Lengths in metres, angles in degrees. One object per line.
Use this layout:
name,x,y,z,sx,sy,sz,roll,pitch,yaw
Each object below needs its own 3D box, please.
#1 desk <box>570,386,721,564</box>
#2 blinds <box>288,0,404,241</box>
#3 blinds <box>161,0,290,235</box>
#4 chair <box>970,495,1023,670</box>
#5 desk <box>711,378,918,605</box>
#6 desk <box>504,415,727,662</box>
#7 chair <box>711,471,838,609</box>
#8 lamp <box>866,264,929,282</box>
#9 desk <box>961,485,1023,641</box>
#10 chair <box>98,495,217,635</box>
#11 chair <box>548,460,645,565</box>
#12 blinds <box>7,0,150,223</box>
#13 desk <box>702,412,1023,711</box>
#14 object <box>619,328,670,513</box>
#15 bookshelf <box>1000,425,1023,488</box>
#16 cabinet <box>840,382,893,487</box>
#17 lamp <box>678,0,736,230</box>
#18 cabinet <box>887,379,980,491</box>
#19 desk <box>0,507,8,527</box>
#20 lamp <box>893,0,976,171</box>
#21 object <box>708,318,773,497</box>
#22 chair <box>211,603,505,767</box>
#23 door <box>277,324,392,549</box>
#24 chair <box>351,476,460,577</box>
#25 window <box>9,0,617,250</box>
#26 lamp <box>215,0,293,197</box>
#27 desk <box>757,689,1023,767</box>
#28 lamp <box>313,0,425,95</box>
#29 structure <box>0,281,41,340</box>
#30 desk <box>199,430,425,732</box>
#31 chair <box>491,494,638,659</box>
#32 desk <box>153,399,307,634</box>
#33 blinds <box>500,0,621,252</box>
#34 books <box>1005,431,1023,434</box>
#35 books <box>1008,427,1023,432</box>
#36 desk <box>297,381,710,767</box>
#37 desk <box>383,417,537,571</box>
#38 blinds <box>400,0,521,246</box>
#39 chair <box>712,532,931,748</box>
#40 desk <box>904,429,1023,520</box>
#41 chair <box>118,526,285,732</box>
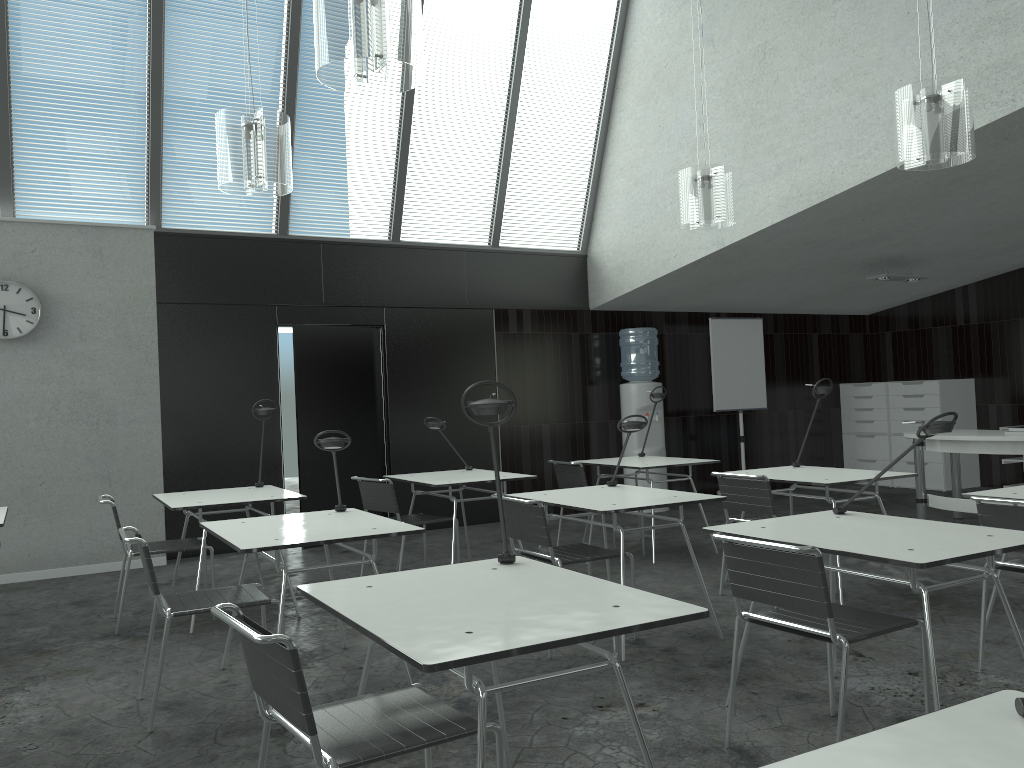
desk,0.953,0.681,6.453,0.700,1.321,0.900,-2,-1,-29
blinds,-1.266,-2.870,7.115,0.889,2.949,1.094,-2,-1,-29
blinds,-2.129,-2.842,6.637,0.889,2.949,1.094,-2,-1,-29
chair,2.123,0.854,3.441,0.555,0.765,0.428,-2,-1,-31
desk,1.696,0.625,5.047,0.700,1.321,0.900,-2,-1,-28
desk,0.484,0.747,4.312,0.700,1.153,0.900,-2,-1,-29
chair,1.437,0.909,4.881,0.555,0.765,0.428,-2,-1,-30
lamp,3.496,-2.860,8.241,0.600,3.595,0.212,-2,-1,-29
desk,2.479,0.567,3.650,0.700,1.321,0.900,-2,-1,-29
chair,-1.943,1.050,4.851,0.555,0.765,0.428,-2,-1,-25
chair,0.589,0.969,6.256,0.555,0.765,0.428,-2,-1,-27
blinds,-2.993,-2.815,6.158,0.889,2.949,1.094,-2,-1,-29
desk,1.206,0.692,2.968,0.700,1.153,0.900,-2,-1,-29
object,1.277,0.384,8.670,0.436,1.967,0.436,-2,-1,-39
bookshelf,5.259,0.830,8.613,0.403,0.739,0.817,-2,-1,-29
cabinet,4.266,0.624,10.212,0.587,1.292,0.639,-2,-1,-29
lamp,1.239,-2.591,5.900,0.359,2.848,0.350,-2,-1,-29
cabinet,4.579,0.601,9.645,0.587,1.292,0.639,-2,-1,-29
desk,-2.871,0.888,4.335,0.700,1.153,0.900,-2,-1,-28
lamp,2.058,-2.381,4.432,0.359,2.307,0.350,-2,-1,-29
object,2.354,0.285,9.156,0.560,2.091,0.553,-3,-1,24
chair,-0.351,0.933,2.029,0.555,0.765,0.428,-2,-1,-33
door,-1.446,0.450,7.428,0.940,2.020,0.365,-2,-1,-29
chair,-0.666,1.009,5.549,0.555,0.765,0.428,-2,-1,-41
window,-4.739,-2.790,5.225,12.775,3.101,1.144,-2,-1,-29
lamp,-1.343,-2.508,4.470,0.359,2.848,0.350,-2,-1,-29
desk,0.709,0.675,0.849,0.700,1.153,0.900,-2,-1,-29
lamp,-0.523,-2.298,3.002,0.359,2.307,0.350,-2,-1,-29
structure,-3.497,-0.563,6.111,0.446,0.446,0.077,-2,-1,-29
desk,-0.844,0.791,3.649,0.700,1.153,0.900,-2,-1,-28
chair,0.238,0.946,4.153,0.555,0.765,0.428,-2,-1,-29
desk,-1.627,0.765,5.062,0.700,1.321,0.900,-2,-1,-28
blinds,0.466,-2.943,8.068,0.889,2.982,1.106,-2,-1,-29
books,3.839,0.396,6.622,0.210,0.021,0.297,-3,-1,44
books,3.814,0.371,6.583,0.183,0.032,0.164,-2,-1,-16
desk,-0.071,0.648,2.210,0.700,1.321,0.900,-2,-1,-29
desk,-0.352,0.808,5.768,0.700,1.153,0.900,-2,-1,-29
blinds,-0.399,-2.915,7.589,0.889,2.982,1.106,-2,-1,-29
chair,0.965,0.891,2.779,0.555,0.765,0.428,-2,-1,-32
desk,3.727,0.821,6.693,0.910,0.818,1.600,-2,-1,-34
chair,-1.205,0.994,3.446,0.555,0.765,0.428,-2,-1,-27
